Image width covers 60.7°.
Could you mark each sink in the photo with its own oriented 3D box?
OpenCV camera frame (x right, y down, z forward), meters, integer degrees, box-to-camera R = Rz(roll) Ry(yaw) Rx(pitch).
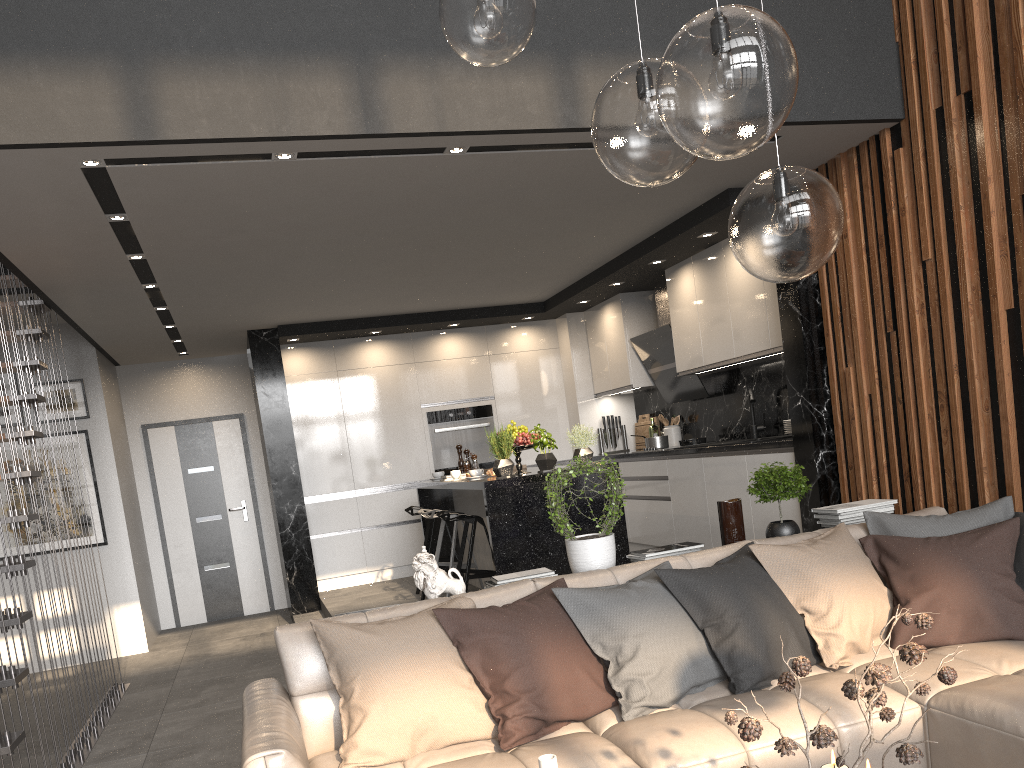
[{"bbox_3d":[1.659,0.322,6.448,0.494,0.551,1.116,-8,-2,-17],"label":"sink"}]

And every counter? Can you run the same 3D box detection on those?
[{"bbox_3d":[1.495,0.513,7.004,0.606,0.040,3.469,-6,-4,-17],"label":"counter"}]

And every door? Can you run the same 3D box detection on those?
[{"bbox_3d":[-3.067,1.390,8.888,0.968,2.103,0.168,-9,5,-16],"label":"door"}]

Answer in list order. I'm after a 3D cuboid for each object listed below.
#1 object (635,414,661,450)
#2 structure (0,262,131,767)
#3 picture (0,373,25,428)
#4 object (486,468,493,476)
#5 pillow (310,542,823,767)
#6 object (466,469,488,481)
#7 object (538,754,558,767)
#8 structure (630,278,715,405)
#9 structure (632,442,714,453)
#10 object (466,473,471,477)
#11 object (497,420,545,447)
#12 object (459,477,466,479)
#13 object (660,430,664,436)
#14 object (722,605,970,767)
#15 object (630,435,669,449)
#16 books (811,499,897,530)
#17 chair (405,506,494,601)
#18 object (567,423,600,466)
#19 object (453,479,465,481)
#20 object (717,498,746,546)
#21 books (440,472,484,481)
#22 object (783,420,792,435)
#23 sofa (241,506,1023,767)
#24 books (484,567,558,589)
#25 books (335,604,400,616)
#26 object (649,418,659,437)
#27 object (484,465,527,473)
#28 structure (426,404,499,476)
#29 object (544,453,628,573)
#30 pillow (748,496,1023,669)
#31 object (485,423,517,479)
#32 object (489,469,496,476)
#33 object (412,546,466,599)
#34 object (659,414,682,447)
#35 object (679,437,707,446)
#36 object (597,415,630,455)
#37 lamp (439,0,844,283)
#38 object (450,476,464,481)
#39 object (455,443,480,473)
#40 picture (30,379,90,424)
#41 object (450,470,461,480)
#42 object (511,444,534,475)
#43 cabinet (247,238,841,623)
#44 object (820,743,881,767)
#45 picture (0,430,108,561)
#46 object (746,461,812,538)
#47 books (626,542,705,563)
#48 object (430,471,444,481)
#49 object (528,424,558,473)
[{"bbox_3d":[1.295,0.458,8.433,0.097,0.333,0.401,-9,0,-18],"label":"object"},{"bbox_3d":[-3.312,-0.854,4.533,1.170,6.108,3.591,-9,3,-17],"label":"structure"},{"bbox_3d":[-4.280,0.114,7.207,0.407,0.511,0.025,-8,5,-16],"label":"picture"},{"bbox_3d":[-0.126,0.620,6.181,0.130,0.060,0.070,-7,0,-17],"label":"object"},{"bbox_3d":[0.308,0.935,3.126,1.928,0.504,0.543,-7,0,-17],"label":"pillow"},{"bbox_3d":[-0.239,0.612,5.895,0.157,0.071,0.153,-10,-3,42],"label":"object"},{"bbox_3d":[0.172,0.887,1.676,0.316,0.402,0.317,-8,1,2],"label":"object"},{"bbox_3d":[1.344,-0.363,7.364,0.411,1.040,0.737,-9,2,-17],"label":"structure"},{"bbox_3d":[1.368,0.539,7.414,0.506,0.060,0.602,-7,-4,-17],"label":"structure"},{"bbox_3d":[-0.282,0.664,6.380,0.074,0.043,0.129,-7,-3,-25],"label":"object"},{"bbox_3d":[0.025,0.351,5.933,0.345,0.217,0.320,-7,-1,-20],"label":"object"},{"bbox_3d":[-0.288,0.681,6.381,0.192,0.012,0.190,-9,-4,16],"label":"object"},{"bbox_3d":[1.355,0.506,8.063,0.179,0.164,0.273,-8,-2,-17],"label":"object"},{"bbox_3d":[0.680,0.717,1.667,0.319,0.608,0.535,-5,3,44],"label":"object"},{"bbox_3d":[1.213,0.497,7.602,0.198,0.155,0.350,-7,-3,-27],"label":"object"},{"bbox_3d":[1.629,0.645,4.151,0.330,0.152,0.200,-7,-1,-16],"label":"books"},{"bbox_3d":[-0.441,1.266,6.460,0.431,0.741,1.734,-9,-2,-17],"label":"chair"},{"bbox_3d":[0.463,0.393,5.699,0.221,0.287,0.209,-8,2,-4],"label":"object"},{"bbox_3d":[-0.340,0.694,6.402,0.226,0.003,0.229,-7,-4,-17],"label":"object"},{"bbox_3d":[1.008,0.661,4.005,0.108,0.270,0.108,-8,4,-11],"label":"object"},{"bbox_3d":[-0.393,0.715,6.817,0.320,0.038,0.173,-7,-4,-17],"label":"books"},{"bbox_3d":[1.951,0.243,5.784,0.299,0.197,0.305,-7,-1,-14],"label":"object"},{"bbox_3d":[0.830,1.022,2.786,3.223,0.826,1.882,-7,-3,-17],"label":"sofa"},{"bbox_3d":[0.055,0.861,3.743,0.346,0.101,0.194,-7,-2,-17],"label":"books"},{"bbox_3d":[-0.578,0.949,3.539,0.292,0.055,0.184,-7,-4,-12],"label":"books"},{"bbox_3d":[1.333,0.454,8.137,0.089,0.286,0.081,-9,4,-16],"label":"object"},{"bbox_3d":[-0.076,0.718,7.382,0.288,0.030,0.402,-6,-4,-17],"label":"object"},{"bbox_3d":[-0.551,0.583,8.785,0.651,0.638,0.652,-8,0,-17],"label":"structure"},{"bbox_3d":[0.325,0.586,3.794,0.380,0.582,0.216,-9,4,-36],"label":"object"},{"bbox_3d":[1.654,0.779,3.415,1.390,0.553,0.755,-8,-1,14],"label":"pillow"},{"bbox_3d":[-0.054,0.409,5.539,0.198,0.372,0.183,-6,4,28],"label":"object"},{"bbox_3d":[-0.123,0.615,6.127,0.074,0.059,0.060,-8,0,4],"label":"object"},{"bbox_3d":[-0.298,0.802,3.610,0.207,0.293,0.134,-8,3,2],"label":"object"},{"bbox_3d":[1.433,0.408,7.823,0.174,0.308,0.157,-8,3,-14],"label":"object"},{"bbox_3d":[1.463,0.480,7.271,0.347,0.061,0.234,-5,-5,-38],"label":"object"},{"bbox_3d":[0.984,0.493,8.585,0.320,0.377,0.066,-8,5,-16],"label":"object"},{"bbox_3d":[0.068,-2.712,1.315,1.221,5.047,1.226,-9,5,-20],"label":"lamp"},{"bbox_3d":[-0.403,0.690,6.406,0.131,0.027,0.027,-10,-1,33],"label":"object"},{"bbox_3d":[-0.355,0.623,7.307,0.148,0.286,0.201,-10,3,-34],"label":"object"},{"bbox_3d":[-3.796,0.144,7.355,0.407,0.338,0.025,-8,5,-16],"label":"picture"},{"bbox_3d":[-0.412,0.673,6.452,0.077,0.071,0.083,-8,0,33],"label":"object"},{"bbox_3d":[0.042,0.516,5.937,0.371,0.189,0.363,-9,-3,37],"label":"object"},{"bbox_3d":[-0.035,0.198,6.675,3.596,3.267,6.221,-8,-2,-17],"label":"cabinet"},{"bbox_3d":[0.791,0.924,2.022,0.153,0.213,0.076,-8,4,-6],"label":"object"},{"bbox_3d":[-3.945,0.930,7.344,0.866,1.004,0.024,-8,5,-16],"label":"picture"},{"bbox_3d":[1.244,0.562,4.077,0.312,0.412,0.267,-7,2,33],"label":"object"},{"bbox_3d":[0.675,0.784,3.922,0.323,0.100,0.205,-7,-3,-17],"label":"books"},{"bbox_3d":[-0.593,0.746,7.062,0.157,0.071,0.153,-10,-3,42],"label":"object"},{"bbox_3d":[0.203,0.407,5.595,0.178,0.315,0.171,-8,3,-6],"label":"object"}]
